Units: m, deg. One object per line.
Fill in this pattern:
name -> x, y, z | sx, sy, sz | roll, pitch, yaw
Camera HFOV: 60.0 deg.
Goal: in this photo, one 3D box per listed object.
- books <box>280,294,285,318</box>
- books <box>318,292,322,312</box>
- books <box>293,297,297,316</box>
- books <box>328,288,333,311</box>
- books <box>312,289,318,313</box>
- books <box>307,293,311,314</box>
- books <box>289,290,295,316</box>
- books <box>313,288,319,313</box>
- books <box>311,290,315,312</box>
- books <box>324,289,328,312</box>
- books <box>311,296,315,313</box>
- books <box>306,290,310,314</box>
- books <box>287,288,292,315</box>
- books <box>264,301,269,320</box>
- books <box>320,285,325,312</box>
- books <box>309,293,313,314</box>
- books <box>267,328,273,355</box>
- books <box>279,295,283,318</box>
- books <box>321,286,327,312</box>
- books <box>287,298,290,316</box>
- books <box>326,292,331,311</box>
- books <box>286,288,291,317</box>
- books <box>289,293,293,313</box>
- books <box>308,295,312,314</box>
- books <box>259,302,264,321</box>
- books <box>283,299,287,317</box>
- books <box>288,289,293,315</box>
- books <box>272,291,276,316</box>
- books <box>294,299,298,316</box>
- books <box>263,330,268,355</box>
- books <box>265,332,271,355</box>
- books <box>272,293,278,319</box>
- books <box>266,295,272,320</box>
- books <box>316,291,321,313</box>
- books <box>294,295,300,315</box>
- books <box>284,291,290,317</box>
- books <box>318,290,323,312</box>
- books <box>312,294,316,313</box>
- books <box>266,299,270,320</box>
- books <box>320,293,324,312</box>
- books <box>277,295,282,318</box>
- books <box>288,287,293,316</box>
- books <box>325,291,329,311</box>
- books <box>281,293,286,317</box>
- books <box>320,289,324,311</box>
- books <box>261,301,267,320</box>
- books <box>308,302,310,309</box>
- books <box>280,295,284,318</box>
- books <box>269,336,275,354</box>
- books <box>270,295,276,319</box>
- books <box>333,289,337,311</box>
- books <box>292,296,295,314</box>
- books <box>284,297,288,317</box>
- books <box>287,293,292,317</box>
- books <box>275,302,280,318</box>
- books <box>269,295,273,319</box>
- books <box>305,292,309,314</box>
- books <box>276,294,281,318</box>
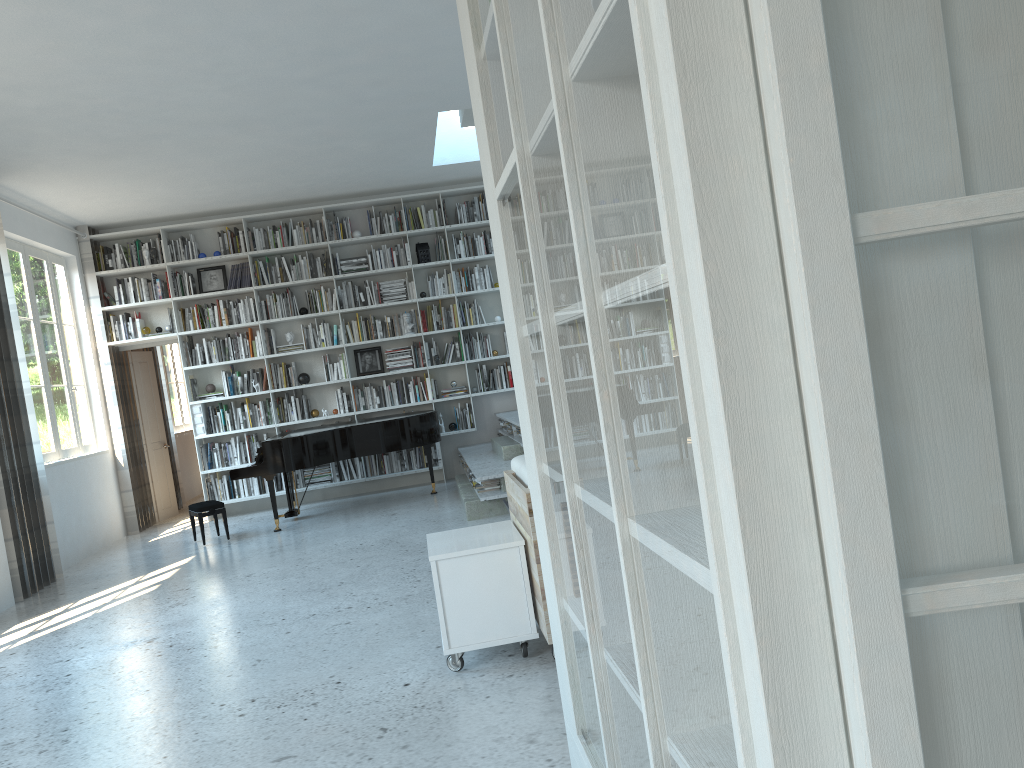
books -> -2.461, -0.831, 9.565 | 0.009, 0.261, 0.180 | -9, 2, -6
books -> -2.080, -0.878, 9.635 | 0.011, 0.236, 0.130 | -9, 2, -6
books -> -2.345, -0.827, 9.604 | 0.012, 0.218, 0.151 | -9, 2, -6
books -> -1.963, -0.905, 9.629 | 0.022, 0.257, 0.155 | -9, 2, -6
books -> -2.134, -0.890, 9.615 | 0.005, 0.275, 0.157 | -9, 2, -6
books -> -2.188, -0.863, 9.598 | 0.005, 0.240, 0.173 | -9, 2, -6
books -> -2.366, -0.858, 9.573 | 0.011, 0.287, 0.189 | -9, 2, -6
books -> -2.118, -0.898, 9.628 | 0.033, 0.287, 0.155 | -9, 2, -6
books -> -2.148, -0.883, 9.624 | 0.009, 0.267, 0.149 | -9, 2, -6
books -> -2.014, -0.898, 9.629 | 0.010, 0.257, 0.140 | -9, 2, -6
books -> -2.152, -0.849, 9.616 | 0.011, 0.200, 0.162 | -9, 2, -6
books -> -2.207, -0.879, 9.623 | 0.012, 0.276, 0.129 | -9, 2, -6
books -> -2.393, -0.870, 9.595 | 0.005, 0.316, 0.157 | -9, 2, -6
books -> -2.638, -0.783, 9.576 | 0.024, 0.219, 0.140 | -9, 2, -6
books -> -2.048, -0.917, 9.621 | 0.006, 0.304, 0.165 | -9, 2, -6
books -> -2.169, -0.864, 9.591 | 0.005, 0.236, 0.178 | -9, 2, -6
books -> -2.615, -0.454, 9.590 | 0.011, 0.298, 0.135 | -9, 2, -6
books -> -2.483, -0.828, 9.579 | 0.010, 0.262, 0.169 | -9, 2, -6
books -> -2.031, -0.909, 9.620 | 0.022, 0.285, 0.190 | -9, 2, -6
books -> -2.408, -0.817, 9.601 | 0.012, 0.217, 0.133 | -9, 2, -6
books -> -1.984, -0.882, 9.636 | 0.024, 0.216, 0.142 | -9, 2, -6
books -> -2.407, -0.870, 9.588 | 0.004, 0.321, 0.153 | -9, 2, -6
books -> -2.375, -0.856, 9.591 | 0.004, 0.284, 0.166 | -9, 2, -6
books -> -2.180, -0.853, 9.617 | 0.013, 0.216, 0.149 | -9, 2, -6
books -> -2.682, -0.770, 9.547 | 0.015, 0.208, 0.186 | -9, 2, -6
books -> -2.437, -0.808, 9.567 | 0.011, 0.209, 0.181 | -9, 2, -6
books -> -2.382, -0.866, 9.592 | 0.005, 0.305, 0.162 | -9, 2, -6
books -> -2.555, -0.845, 9.574 | 0.011, 0.317, 0.154 | -9, 2, -6
books -> -2.336, -0.824, 9.603 | 0.004, 0.209, 0.132 | -9, 2, -6
books -> -2.647, -0.442, 9.575 | 0.012, 0.285, 0.159 | -9, 2, -6
books -> -2.627, -0.431, 9.571 | 0.024, 0.257, 0.134 | -9, 2, -6
books -> -2.540, -0.830, 9.554 | 0.010, 0.283, 0.183 | -9, 2, -6
books -> -2.604, -0.818, 9.559 | 0.026, 0.279, 0.151 | -9, 2, -6
books -> -2.088, -0.880, 9.597 | 0.013, 0.244, 0.188 | -9, 2, -6
books -> -2.321, -0.838, 9.597 | 0.031, 0.232, 0.147 | -9, 2, -6
books -> -2.422, -0.852, 9.573 | 0.011, 0.291, 0.176 | -9, 2, -6
books -> -2.067, -0.889, 9.624 | 0.017, 0.253, 0.139 | -9, 2, -6
books -> -2.133, -0.859, 9.594 | 0.006, 0.216, 0.181 | -9, 2, -6
books -> -2.620, -0.796, 9.564 | 0.012, 0.240, 0.134 | -9, 2, -6
books -> -2.057, -0.896, 9.624 | 0.004, 0.265, 0.141 | -9, 2, -6
books -> -2.491, -0.821, 9.555 | 0.012, 0.251, 0.184 | -9, 2, -6
books -> -2.389, -0.878, 9.593 | 0.005, 0.331, 0.161 | -9, 2, -6
books -> -2.002, -0.886, 9.634 | 0.011, 0.229, 0.165 | -9, 2, -6
books -> -2.454, -0.841, 9.572 | 0.011, 0.279, 0.169 | -9, 2, -6
books -> -2.050, -0.891, 9.619 | 0.006, 0.253, 0.180 | -9, 2, -6
books -> -2.664, -0.782, 9.574 | 0.029, 0.225, 0.136 | -9, 2, -6
books -> -2.195, -0.862, 9.622 | 0.005, 0.239, 0.145 | -9, 2, -6
books -> -2.473, -0.827, 9.580 | 0.011, 0.256, 0.152 | -9, 2, -6
books -> -2.585, -0.413, 9.583 | 0.034, 0.210, 0.136 | -9, 2, -6
books -> -2.567, -0.815, 9.560 | 0.024, 0.262, 0.177 | -9, 2, -6
books -> -1.917, -0.902, 9.612 | 0.064, 0.237, 0.208 | -9, 2, -6
books -> -2.357, -0.835, 9.609 | 0.009, 0.237, 0.134 | -9, 2, -6
books -> -2.430, -0.818, 9.593 | 0.011, 0.226, 0.129 | -9, 2, -6
books -> -2.395, -0.841, 9.583 | 0.010, 0.262, 0.158 | -9, 2, -6
books -> -2.516, -0.785, 9.575 | 0.029, 0.187, 0.149 | -9, 2, -6
books -> -2.585, -0.819, 9.557 | 0.012, 0.276, 0.157 | -9, 2, -6
books -> -2.213, -0.867, 9.615 | 0.005, 0.254, 0.161 | -9, 2, -6
books -> -2.502, -0.825, 9.551 | 0.009, 0.263, 0.189 | -9, 2, -6
